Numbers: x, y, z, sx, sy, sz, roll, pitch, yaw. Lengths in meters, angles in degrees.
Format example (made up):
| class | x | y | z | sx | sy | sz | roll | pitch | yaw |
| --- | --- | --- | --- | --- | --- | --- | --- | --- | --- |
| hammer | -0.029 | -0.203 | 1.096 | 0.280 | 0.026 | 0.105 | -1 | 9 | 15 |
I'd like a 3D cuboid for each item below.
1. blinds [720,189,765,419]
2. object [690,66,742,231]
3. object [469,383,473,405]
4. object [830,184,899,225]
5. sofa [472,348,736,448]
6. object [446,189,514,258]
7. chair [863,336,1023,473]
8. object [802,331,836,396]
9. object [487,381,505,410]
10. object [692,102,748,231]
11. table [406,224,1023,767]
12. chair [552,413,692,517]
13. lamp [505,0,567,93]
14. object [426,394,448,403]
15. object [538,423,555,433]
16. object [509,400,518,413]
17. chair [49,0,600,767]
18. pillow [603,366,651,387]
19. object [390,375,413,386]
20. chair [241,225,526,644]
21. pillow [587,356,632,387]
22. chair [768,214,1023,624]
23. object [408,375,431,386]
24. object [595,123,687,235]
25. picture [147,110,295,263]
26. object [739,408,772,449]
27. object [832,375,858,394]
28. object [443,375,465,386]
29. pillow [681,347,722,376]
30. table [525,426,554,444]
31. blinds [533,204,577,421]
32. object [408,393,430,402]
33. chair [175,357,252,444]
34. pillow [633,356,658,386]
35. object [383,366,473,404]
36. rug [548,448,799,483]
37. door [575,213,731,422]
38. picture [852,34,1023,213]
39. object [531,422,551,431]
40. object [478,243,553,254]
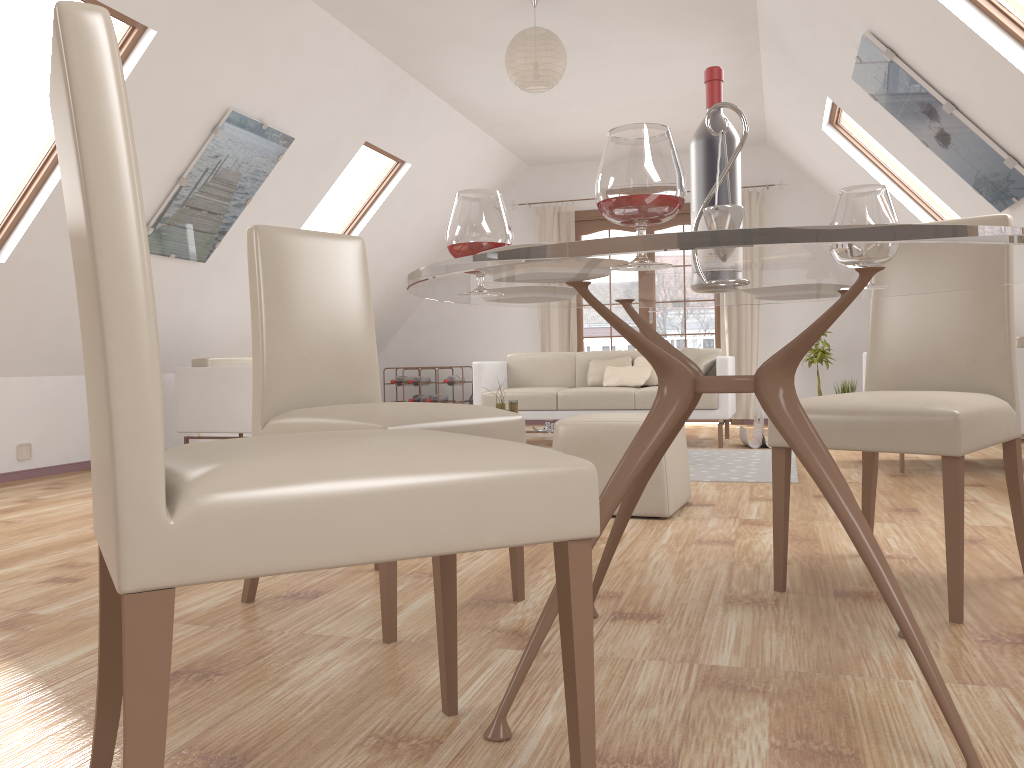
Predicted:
| class | x | y | z | sx | sy | sz | roll | pitch | yaw |
| --- | --- | --- | --- | --- | --- | --- | --- | --- | --- |
| blinds | 2.147 | -0.732 | 8.233 | 0.424 | 2.129 | 0.123 | -1 | 1 | 12 |
| object | 0.418 | -0.429 | 1.820 | 0.109 | 0.435 | 0.109 | -1 | 1 | 13 |
| object | -0.365 | 0.213 | 8.727 | 0.115 | 0.443 | 0.120 | -1 | 1 | 11 |
| object | 0.718 | -0.307 | 1.810 | 0.136 | 0.183 | 0.136 | 0 | 2 | 44 |
| sofa | 0.718 | 0.095 | 6.769 | 1.880 | 0.706 | 0.820 | -1 | 1 | 17 |
| object | -0.065 | -0.290 | 1.773 | 0.136 | 0.183 | 0.136 | -1 | 1 | -4 |
| chair | 2.439 | 0.099 | 4.883 | 0.820 | 0.706 | 0.748 | -1 | 1 | 7 |
| object | 2.721 | -0.048 | 7.917 | 0.311 | 0.846 | 0.307 | -1 | 1 | 9 |
| object | -0.084 | 0.115 | 5.746 | 0.184 | 0.359 | 0.123 | -2 | 1 | -31 |
| object | 0.398 | -0.368 | 1.670 | 0.086 | 0.322 | 0.096 | -2 | 1 | -20 |
| table | 0.412 | 0.178 | 1.683 | 1.198 | 0.770 | 1.198 | 0 | 2 | 38 |
| chair | 0.459 | 0.319 | 3.711 | 0.506 | 0.394 | 0.506 | -1 | 1 | 21 |
| lamp | 0.128 | -1.850 | 4.820 | 0.340 | 0.497 | 0.340 | -2 | 1 | -34 |
| object | -0.760 | 0.158 | 8.860 | 0.109 | 0.109 | 0.435 | -1 | 1 | 17 |
| object | 0.233 | 0.270 | 5.453 | 0.143 | 0.052 | 0.064 | -2 | 2 | -43 |
| object | 0.010 | 0.198 | 5.837 | 0.075 | 0.185 | 0.075 | -2 | 2 | -41 |
| chair | -0.269 | 0.090 | 1.218 | 0.618 | 0.999 | 0.477 | -2 | 1 | -28 |
| pillow | 0.855 | -0.054 | 6.675 | 0.363 | 0.170 | 0.227 | -1 | 1 | 22 |
| object | -1.120 | -0.028 | 8.961 | 0.110 | 0.110 | 0.439 | -1 | 1 | 17 |
| chair | -0.352 | 0.068 | 2.312 | 0.618 | 0.999 | 0.477 | 0 | 2 | 42 |
| pillow | 0.753 | -0.098 | 6.862 | 0.351 | 0.235 | 0.185 | -1 | 1 | 20 |
| chair | 1.051 | 0.037 | 2.371 | 0.477 | 0.999 | 0.618 | 0 | 2 | 44 |
| object | -0.943 | -0.028 | 8.913 | 0.109 | 0.109 | 0.435 | -1 | 1 | 17 |
| object | 0.191 | -0.286 | 1.323 | 0.136 | 0.183 | 0.136 | -1 | 1 | -4 |
| picture | -1.759 | -1.144 | 5.303 | 0.683 | 0.738 | 0.650 | -1 | 1 | 17 |
| object | 1.728 | 0.304 | 6.209 | 0.212 | 0.267 | 0.315 | -1 | 1 | 4 |
| object | 2.873 | 0.140 | 7.616 | 0.234 | 0.480 | 0.209 | -2 | 1 | -17 |
| object | -0.585 | -0.033 | 8.803 | 0.109 | 0.109 | 0.435 | -1 | 1 | 17 |
| pillow | 1.365 | -0.139 | 6.622 | 0.269 | 0.276 | 0.424 | -2 | 1 | -23 |
| table | 0.352 | 0.387 | 5.559 | 1.173 | 0.190 | 0.730 | -1 | 1 | 17 |
| blinds | 0.439 | -0.705 | 8.797 | 0.423 | 2.130 | 0.120 | -1 | 1 | 14 |
| object | -0.938 | 0.157 | 8.914 | 0.109 | 0.109 | 0.435 | -1 | 1 | 17 |
| chair | -1.752 | 0.160 | 6.179 | 0.820 | 0.706 | 0.748 | -1 | 1 | 20 |
| pillow | 1.078 | -0.102 | 6.757 | 0.351 | 0.225 | 0.196 | -1 | 1 | 22 |
| object | -0.835 | 0.130 | 8.926 | 0.854 | 0.608 | 0.417 | -1 | 1 | 17 |
| rug | 0.297 | 0.481 | 5.509 | 2.800 | 0.007 | 1.600 | -1 | 1 | 17 |
| door | 1.315 | -0.626 | 8.628 | 1.546 | 2.001 | 0.098 | -1 | 1 | 17 |
| picture | 1.984 | -1.199 | 4.156 | 0.683 | 0.738 | 0.650 | -1 | 1 | 17 |
| object | 0.197 | 0.268 | 5.610 | 0.143 | 0.052 | 0.064 | -1 | 1 | 17 |
| object | 0.062 | -0.205 | 1.457 | 0.228 | 0.020 | 0.228 | -2 | 1 | -28 |
